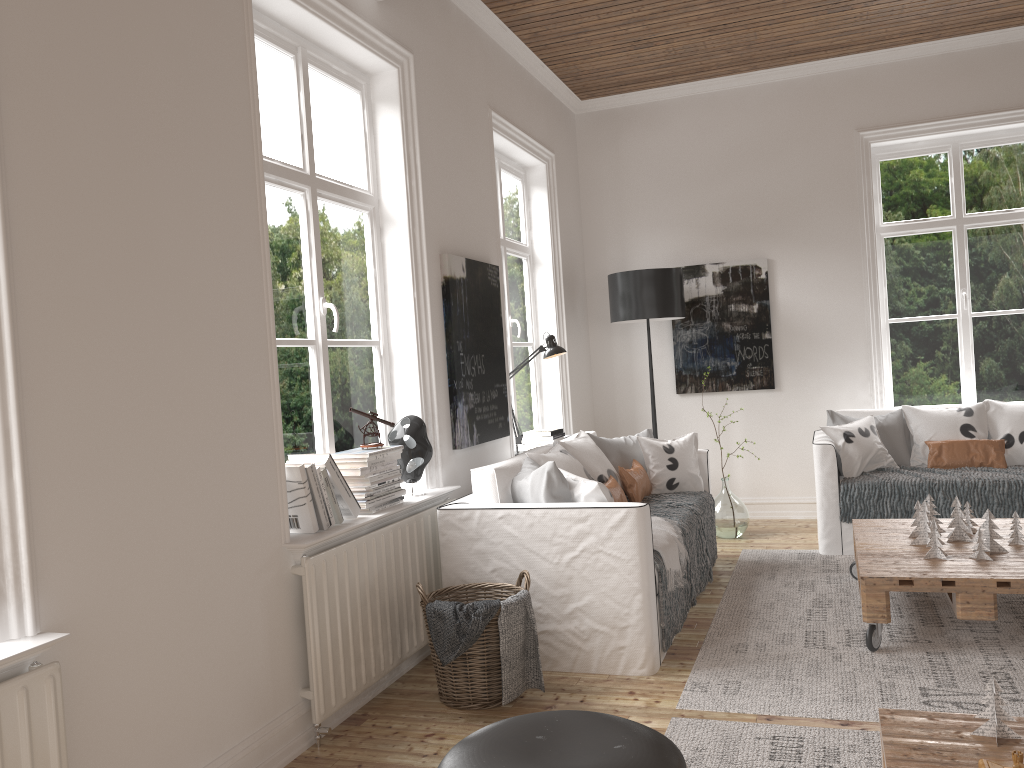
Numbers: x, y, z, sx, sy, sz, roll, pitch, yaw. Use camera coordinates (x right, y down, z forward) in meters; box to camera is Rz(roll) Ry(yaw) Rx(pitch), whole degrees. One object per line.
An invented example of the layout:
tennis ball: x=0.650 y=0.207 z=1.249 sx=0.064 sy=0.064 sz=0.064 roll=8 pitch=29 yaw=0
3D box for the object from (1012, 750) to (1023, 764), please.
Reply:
object: x=0.976 y=0.730 z=1.709 sx=0.019 sy=0.040 sz=0.019 roll=-5 pitch=1 yaw=-36

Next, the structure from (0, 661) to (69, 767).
structure: x=-1.177 y=1.027 z=1.353 sx=0.095 sy=0.829 sz=1.223 roll=-3 pitch=1 yaw=20

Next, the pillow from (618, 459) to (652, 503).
pillow: x=0.663 y=0.527 z=4.726 sx=0.117 sy=0.235 sz=0.414 roll=-3 pitch=1 yaw=19

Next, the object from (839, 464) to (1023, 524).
object: x=2.737 y=0.624 z=4.953 sx=1.704 sy=0.390 sz=0.656 roll=-3 pitch=1 yaw=20

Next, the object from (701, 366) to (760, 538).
object: x=1.433 y=0.430 z=5.811 sx=0.275 sy=1.117 sz=0.515 roll=-3 pitch=1 yaw=36

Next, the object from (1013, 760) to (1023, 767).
object: x=0.959 y=0.730 z=1.668 sx=0.026 sy=0.044 sz=0.026 roll=-4 pitch=1 yaw=-25

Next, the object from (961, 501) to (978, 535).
object: x=2.045 y=0.596 z=3.976 sx=0.075 sy=0.147 sz=0.075 roll=-5 pitch=1 yaw=-38

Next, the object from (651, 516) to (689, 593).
object: x=0.424 y=0.704 z=3.884 sx=0.729 sy=0.255 sz=0.588 roll=-3 pitch=1 yaw=24

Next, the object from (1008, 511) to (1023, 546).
object: x=2.108 y=0.599 z=3.707 sx=0.072 sy=0.142 sz=0.073 roll=-3 pitch=1 yaw=27

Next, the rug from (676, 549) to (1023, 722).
rug: x=2.022 y=0.975 z=3.758 sx=2.254 sy=0.003 sz=2.474 roll=-3 pitch=1 yaw=20

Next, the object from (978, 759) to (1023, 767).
object: x=1.070 y=0.765 z=1.515 sx=0.429 sy=0.036 sz=0.429 roll=-3 pitch=1 yaw=20

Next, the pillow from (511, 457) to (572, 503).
pillow: x=0.136 y=0.516 z=3.751 sx=0.282 sy=0.431 sz=0.541 roll=-4 pitch=1 yaw=-6

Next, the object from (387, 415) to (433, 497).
object: x=-0.436 y=0.302 z=3.757 sx=0.171 sy=0.340 sz=0.177 roll=-5 pitch=1 yaw=-34

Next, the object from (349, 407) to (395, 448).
object: x=-0.546 y=0.164 z=3.478 sx=0.177 sy=0.161 sz=0.092 roll=-4 pitch=1 yaw=-12

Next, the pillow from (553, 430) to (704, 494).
pillow: x=0.617 y=0.458 z=4.775 sx=0.403 sy=0.450 sz=1.081 roll=-3 pitch=1 yaw=44

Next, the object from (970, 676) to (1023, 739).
object: x=1.054 y=0.705 z=1.941 sx=0.079 sy=0.137 sz=0.075 roll=-4 pitch=1 yaw=-22

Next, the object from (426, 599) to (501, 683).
object: x=-0.141 y=0.912 z=3.151 sx=0.303 sy=0.332 sz=0.367 roll=-4 pitch=1 yaw=11

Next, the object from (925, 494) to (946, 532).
object: x=1.915 y=0.589 z=4.061 sx=0.090 sy=0.176 sz=0.090 roll=-4 pitch=1 yaw=-18

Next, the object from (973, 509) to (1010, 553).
object: x=1.938 y=0.594 z=3.606 sx=0.097 sy=0.178 sz=0.103 roll=-4 pitch=1 yaw=-17

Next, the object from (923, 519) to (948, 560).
object: x=1.705 y=0.619 z=3.574 sx=0.093 sy=0.161 sz=0.088 roll=-3 pitch=1 yaw=29

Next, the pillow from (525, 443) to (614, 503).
pillow: x=0.279 y=0.504 z=3.903 sx=0.417 sy=0.414 sz=1.020 roll=-4 pitch=1 yaw=2

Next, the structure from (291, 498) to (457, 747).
structure: x=-0.448 y=0.940 z=3.398 sx=0.095 sy=0.829 sz=1.223 roll=-3 pitch=1 yaw=20

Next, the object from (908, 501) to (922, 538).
object: x=1.828 y=0.602 z=3.983 sx=0.095 sy=0.164 sz=0.090 roll=-3 pitch=1 yaw=27

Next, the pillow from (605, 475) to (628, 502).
pillow: x=0.471 y=0.573 z=4.258 sx=0.116 sy=0.220 sz=0.414 roll=-3 pitch=1 yaw=21

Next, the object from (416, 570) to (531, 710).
object: x=-0.128 y=0.915 z=3.221 sx=0.393 sy=0.432 sz=0.393 roll=-3 pitch=1 yaw=42

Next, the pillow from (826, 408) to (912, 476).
pillow: x=2.153 y=0.352 z=5.356 sx=0.541 sy=0.431 sz=0.282 roll=-4 pitch=1 yaw=-6

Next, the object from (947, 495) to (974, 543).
object: x=1.940 y=0.581 z=3.852 sx=0.107 sy=0.195 sz=0.113 roll=-3 pitch=1 yaw=26

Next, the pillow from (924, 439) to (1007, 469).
pillow: x=2.586 y=0.407 z=5.050 sx=0.420 sy=0.179 sz=0.127 roll=-3 pitch=1 yaw=21

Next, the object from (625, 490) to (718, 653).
object: x=0.591 y=0.820 z=4.298 sx=0.651 sy=0.423 sz=1.680 roll=-3 pitch=1 yaw=20

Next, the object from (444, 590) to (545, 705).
object: x=-0.096 y=0.926 z=3.189 sx=0.290 sy=0.356 sz=0.349 roll=-5 pitch=1 yaw=-41

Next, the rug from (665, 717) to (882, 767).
rug: x=1.168 y=1.076 z=1.358 sx=2.254 sy=0.003 sz=2.474 roll=-3 pitch=1 yaw=20

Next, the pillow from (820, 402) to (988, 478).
pillow: x=2.305 y=0.345 z=5.213 sx=1.020 sy=0.414 sz=0.417 roll=-4 pitch=1 yaw=2

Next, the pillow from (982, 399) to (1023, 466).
pillow: x=3.174 y=0.285 z=4.873 sx=1.081 sy=0.450 sz=0.403 roll=-3 pitch=1 yaw=44

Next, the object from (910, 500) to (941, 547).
object: x=1.777 y=0.594 z=3.816 sx=0.112 sy=0.193 sz=0.106 roll=-5 pitch=1 yaw=-43

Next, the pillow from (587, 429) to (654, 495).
pillow: x=0.609 y=0.465 z=4.975 sx=0.546 sy=0.437 sz=0.292 roll=-5 pitch=1 yaw=-37

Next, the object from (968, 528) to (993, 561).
object: x=1.846 y=0.629 z=3.501 sx=0.068 sy=0.124 sz=0.072 roll=-4 pitch=1 yaw=4

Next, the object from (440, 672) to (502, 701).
object: x=-0.123 y=1.027 z=3.228 sx=0.280 sy=0.186 sz=0.291 roll=-4 pitch=1 yaw=5
